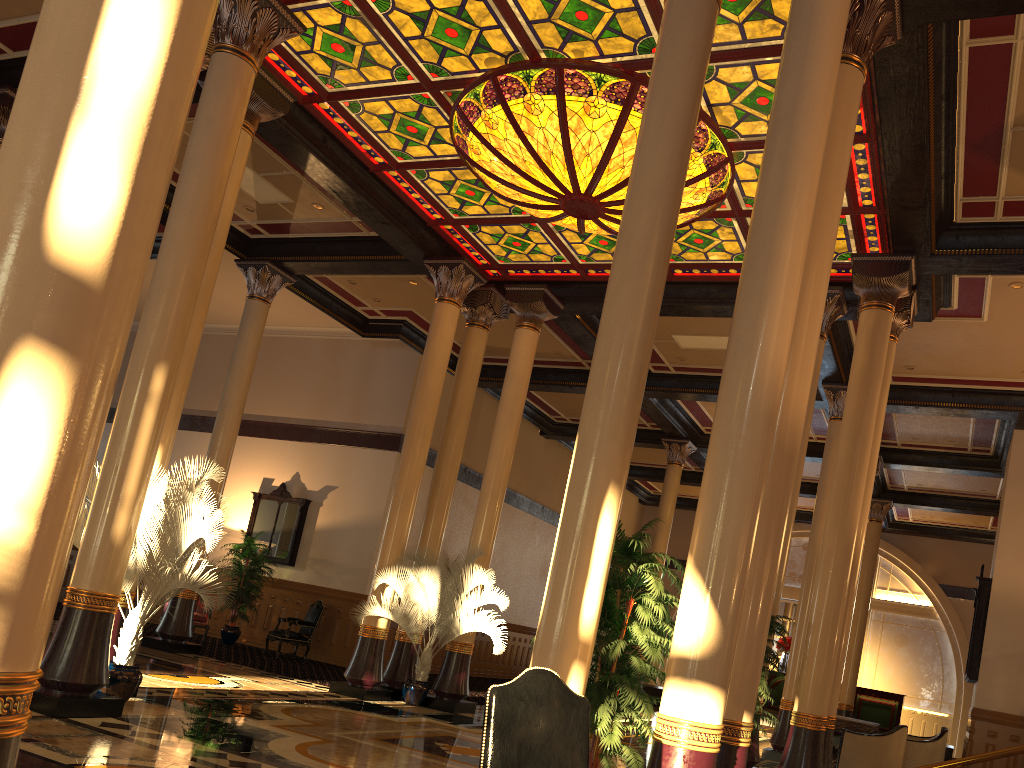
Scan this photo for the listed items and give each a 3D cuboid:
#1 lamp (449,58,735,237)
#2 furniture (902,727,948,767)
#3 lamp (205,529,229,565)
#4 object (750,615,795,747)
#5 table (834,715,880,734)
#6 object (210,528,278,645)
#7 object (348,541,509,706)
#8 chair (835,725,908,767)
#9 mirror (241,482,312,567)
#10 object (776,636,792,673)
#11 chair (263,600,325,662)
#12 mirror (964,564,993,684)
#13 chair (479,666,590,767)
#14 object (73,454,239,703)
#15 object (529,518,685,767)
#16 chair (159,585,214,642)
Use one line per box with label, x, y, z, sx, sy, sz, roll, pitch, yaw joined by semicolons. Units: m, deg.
lamp;0.775;-2.092;8.993;2.887;0.592;3.187;4;-17;24
furniture;6.547;5.948;14.036;0.776;0.927;2.305;6;-15;28
lamp;-5.834;3.701;16.251;0.597;1.975;0.575;13;-8;-12
object;2.476;3.289;9.491;1.010;2.112;1.130;9;-9;16
table;5.251;5.761;13.997;1.064;0.759;1.739;4;-15;27
object;-4.913;3.685;15.832;1.111;2.112;1.027;13;-9;-14
object;-0.819;3.130;11.354;1.749;2.232;2.206;5;-12;30
chair;5.181;5.250;12.406;0.738;0.897;1.018;0;-16;46
mirror;-4.542;2.646;16.662;1.333;1.525;0.211;6;-8;25
object;5.542;1.216;9.144;0.658;4.208;31.150;10;-15;12
chair;-3.808;4.252;15.191;0.792;1.079;0.709;19;-12;-38
mirror;7.860;4.034;14.706;0.245;1.951;1.889;8;-11;28
chair;0.222;1.642;3.205;0.711;1.079;0.789;3;-13;41
object;-3.011;1.696;7.684;2.003;2.217;1.900;8;-11;15
object;0.653;1.888;5.733;1.111;2.112;1.027;13;-9;-14
chair;-5.752;4.042;15.414;0.729;0.903;0.616;20;-13;-42
